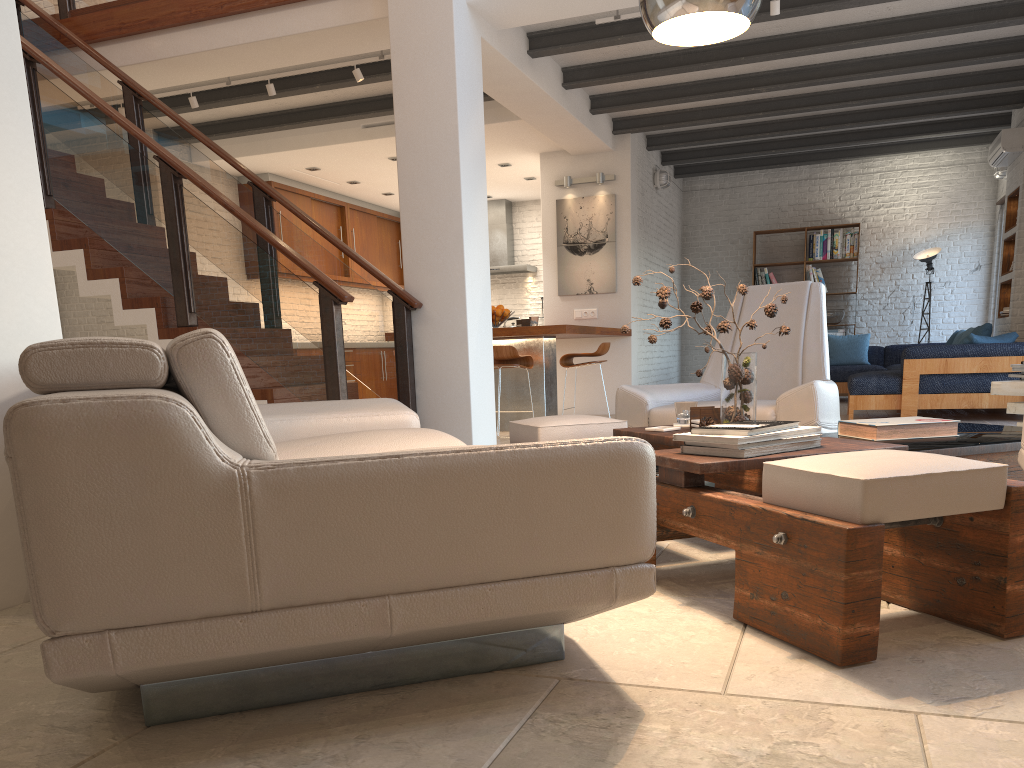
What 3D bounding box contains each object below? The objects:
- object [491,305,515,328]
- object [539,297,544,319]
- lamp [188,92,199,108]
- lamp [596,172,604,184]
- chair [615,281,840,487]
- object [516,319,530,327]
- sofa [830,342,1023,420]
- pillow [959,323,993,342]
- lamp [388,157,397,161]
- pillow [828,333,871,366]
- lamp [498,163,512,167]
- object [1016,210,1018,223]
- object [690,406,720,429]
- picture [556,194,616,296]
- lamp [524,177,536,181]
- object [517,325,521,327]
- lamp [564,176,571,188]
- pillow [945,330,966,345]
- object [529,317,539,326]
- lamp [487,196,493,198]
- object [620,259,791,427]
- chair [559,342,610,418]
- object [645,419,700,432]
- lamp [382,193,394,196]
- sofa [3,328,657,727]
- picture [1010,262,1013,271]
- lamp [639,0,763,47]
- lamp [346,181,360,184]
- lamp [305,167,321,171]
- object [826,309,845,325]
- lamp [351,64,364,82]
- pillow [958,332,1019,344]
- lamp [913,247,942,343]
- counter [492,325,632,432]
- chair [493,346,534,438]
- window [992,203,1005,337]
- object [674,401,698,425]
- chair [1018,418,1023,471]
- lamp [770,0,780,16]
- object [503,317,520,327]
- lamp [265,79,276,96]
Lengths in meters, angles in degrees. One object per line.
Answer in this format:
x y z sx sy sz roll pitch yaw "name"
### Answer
-0.153 -0.608 7.985 0.365 0.228 0.356 -3 5 -14 "object"
0.698 -1.056 12.391 0.669 0.401 0.136 0 11 20 "object"
-2.589 -2.299 7.087 0.060 0.132 0.084 2 10 22 "lamp"
0.928 -2.169 9.198 0.078 0.107 0.079 -9 11 -41 "lamp"
1.163 0.009 4.291 1.020 1.043 0.953 3 9 36 "chair"
0.106 -0.544 7.901 0.093 0.084 0.112 -5 6 -25 "object"
4.037 -0.086 9.250 2.078 0.677 3.863 -1 2 20 "sofa"
4.619 -0.386 8.759 0.254 0.427 1.184 1 4 20 "pillow"
-1.259 -2.454 9.430 0.123 0.056 0.121 -1 4 20 "lamp"
4.175 -0.423 10.859 0.555 0.420 0.217 0 10 19 "pillow"
-0.082 -2.513 9.930 0.123 0.056 0.121 -1 4 20 "lamp"
5.203 -1.730 8.887 0.112 0.249 0.211 4 9 28 "object"
0.730 0.129 3.258 0.094 0.084 0.112 -3 6 -8 "object"
0.804 -1.495 9.451 0.654 1.044 0.019 1 12 19 "picture"
0.222 -2.550 10.746 0.123 0.056 0.121 -1 4 20 "lamp"
0.214 -0.521 7.823 0.395 0.035 0.194 -1 2 24 "object"
0.594 -2.161 9.319 0.078 0.107 0.079 -9 11 -41 "lamp"
5.096 -0.419 9.997 0.243 0.408 1.082 1 4 19 "pillow"
0.197 -0.557 7.786 0.090 0.087 0.089 3 8 35 "object"
-0.346 -2.566 11.878 0.123 0.056 0.121 -1 4 20 "lamp"
0.636 -0.125 2.964 0.541 0.624 0.307 -3 10 -9 "object"
0.693 0.026 7.846 0.422 0.796 0.393 2 10 20 "chair"
0.632 0.154 3.325 0.271 0.035 0.243 -2 2 -8 "object"
-1.624 -2.506 11.416 0.123 0.056 0.121 -1 4 20 "lamp"
-0.621 0.250 2.593 1.138 0.774 2.287 -4 3 -20 "sofa"
5.265 -1.293 9.064 0.102 0.251 0.188 0 9 11 "picture"
0.976 -0.582 1.642 0.315 2.413 1.999 -10 11 -34 "lamp"
-1.928 -2.468 10.600 0.123 0.056 0.121 -1 4 20 "lamp"
-2.233 -2.431 9.784 0.123 0.056 0.121 -1 4 20 "lamp"
4.235 -0.885 11.657 0.397 0.207 0.397 -4 5 -28 "object"
-1.158 -2.333 6.560 0.087 0.132 0.058 -5 11 -19 "lamp"
4.062 -0.276 7.575 0.561 0.337 0.369 -4 7 -19 "pillow"
5.340 -0.780 10.888 0.506 1.896 0.843 -3 10 -7 "lamp"
0.101 -0.059 8.731 1.684 0.943 2.441 0 4 20 "counter"
-0.061 0.062 7.560 0.404 0.796 0.410 2 10 20 "chair"
4.124 -2.846 4.765 0.646 6.561 12.057 2 5 20 "window"
0.675 0.113 3.388 0.090 0.087 0.089 -5 7 -20 "object"
1.993 0.049 2.150 0.984 1.025 1.000 -1 7 5 "chair"
1.673 -2.402 5.540 0.060 0.132 0.084 2 10 22 "lamp"
0.017 -0.808 12.334 0.260 0.283 0.258 4 10 41 "object"
-1.890 -2.316 6.833 0.060 0.132 0.084 2 10 22 "lamp"
